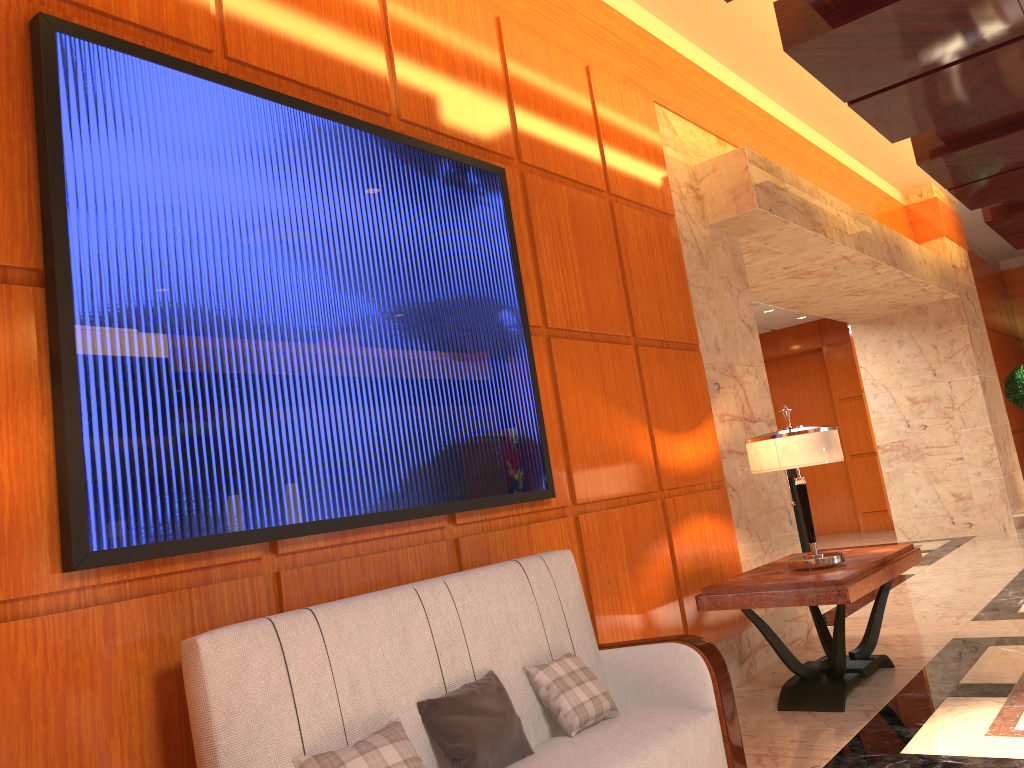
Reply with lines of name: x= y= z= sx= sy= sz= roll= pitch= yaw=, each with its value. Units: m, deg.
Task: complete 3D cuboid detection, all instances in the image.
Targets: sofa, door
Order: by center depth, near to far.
sofa: x=-0.030 y=1.022 z=2.531 sx=0.609 sy=0.938 sz=1.797 roll=-15 pitch=-11 yaw=37
door: x=4.298 y=0.897 z=13.097 sx=1.279 sy=2.714 sz=0.340 roll=-15 pitch=-12 yaw=36

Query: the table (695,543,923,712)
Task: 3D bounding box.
table: x=1.577 y=1.216 z=4.453 sx=0.722 sy=0.610 sz=1.269 roll=-15 pitch=-10 yaw=37

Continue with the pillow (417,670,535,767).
pillow: x=-0.102 y=0.998 z=2.563 sx=0.159 sy=0.254 sz=0.357 roll=-15 pitch=-10 yaw=33

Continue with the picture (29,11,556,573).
picture: x=-0.554 y=-0.251 z=3.018 sx=0.056 sy=1.462 sz=1.994 roll=-16 pitch=-11 yaw=36

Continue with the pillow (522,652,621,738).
pillow: x=0.200 y=1.012 z=2.894 sx=0.201 sy=0.231 sz=0.273 roll=-16 pitch=-11 yaw=39

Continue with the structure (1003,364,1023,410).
structure: x=7.164 y=0.548 z=11.978 sx=0.720 sy=1.724 sz=0.718 roll=-11 pitch=-10 yaw=14

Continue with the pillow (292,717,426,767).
pillow: x=-0.343 y=0.995 z=2.200 sx=0.194 sy=0.228 sz=0.344 roll=-16 pitch=-11 yaw=41

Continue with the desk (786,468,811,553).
desk: x=2.102 y=1.507 z=9.308 sx=0.937 sy=1.148 sz=2.923 roll=-15 pitch=-10 yaw=36

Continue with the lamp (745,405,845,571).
lamp: x=1.444 y=0.506 z=4.426 sx=0.458 sy=0.815 sz=0.456 roll=0 pitch=-13 yaw=-43
